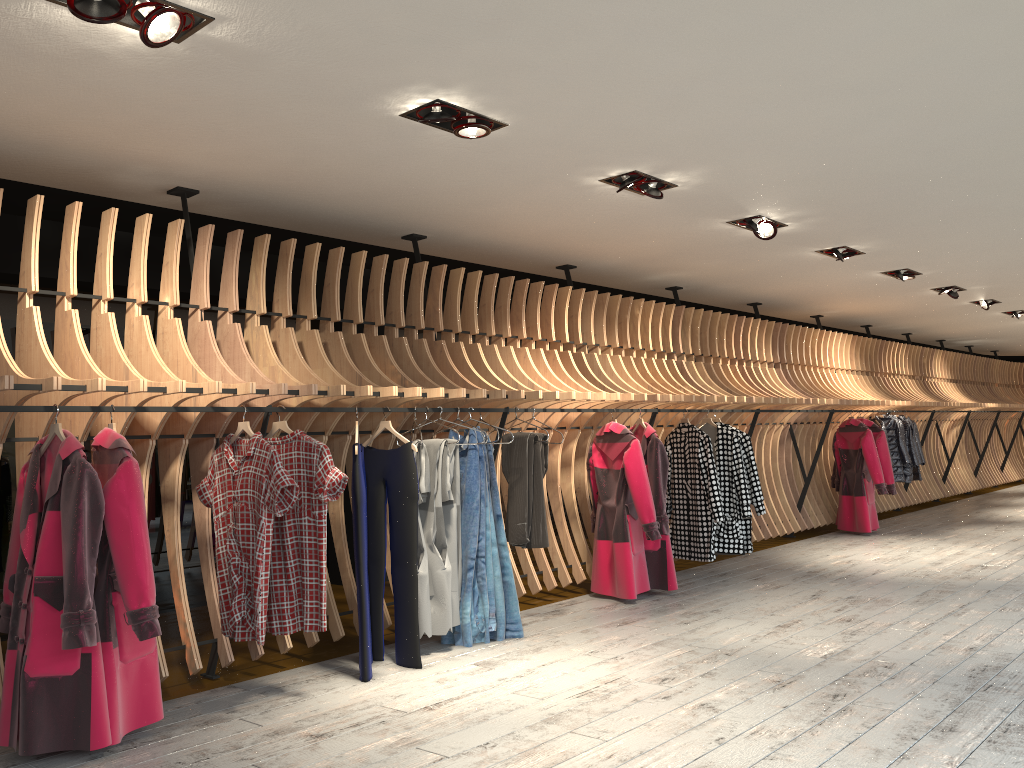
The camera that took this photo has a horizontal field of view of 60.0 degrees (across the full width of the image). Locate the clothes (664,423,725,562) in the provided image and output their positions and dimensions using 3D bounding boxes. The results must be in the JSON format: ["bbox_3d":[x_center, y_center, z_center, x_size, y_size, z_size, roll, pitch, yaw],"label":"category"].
[{"bbox_3d":[1.538,0.909,7.562,0.191,1.162,0.772,0,-5,-28],"label":"clothes"}]

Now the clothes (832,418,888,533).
[{"bbox_3d":[4.039,1.056,10.359,0.321,1.314,0.838,-1,-5,-19],"label":"clothes"}]

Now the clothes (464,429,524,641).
[{"bbox_3d":[-0.102,1.049,5.664,0.312,1.538,0.373,1,-6,-37],"label":"clothes"}]

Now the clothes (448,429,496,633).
[{"bbox_3d":[-0.246,0.930,5.603,0.277,1.293,0.316,-3,-5,6],"label":"clothes"}]

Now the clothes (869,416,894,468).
[{"bbox_3d":[4.488,0.813,10.861,0.166,0.855,0.744,-2,-5,-3],"label":"clothes"}]

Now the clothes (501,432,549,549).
[{"bbox_3d":[0.073,0.709,5.911,0.263,0.768,0.278,2,-6,-41],"label":"clothes"}]

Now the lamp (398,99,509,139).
[{"bbox_3d":[-0.278,-1.318,4.312,0.269,0.296,0.492,-6,-6,42],"label":"lamp"}]

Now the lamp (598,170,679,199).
[{"bbox_3d":[0.786,-1.286,5.499,0.269,0.285,0.492,-6,-6,42],"label":"lamp"}]

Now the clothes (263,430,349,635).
[{"bbox_3d":[-1.164,0.753,4.535,0.759,1.031,0.179,-5,-5,27],"label":"clothes"}]

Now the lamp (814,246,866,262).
[{"bbox_3d":[2.914,-1.205,7.872,0.269,0.295,0.492,-6,-6,42],"label":"lamp"}]

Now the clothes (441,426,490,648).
[{"bbox_3d":[-0.312,1.036,5.460,0.276,1.545,0.316,-7,-6,40],"label":"clothes"}]

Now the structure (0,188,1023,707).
[{"bbox_3d":[6.591,-0.133,3.423,14.868,2.443,36.539,-6,-5,42],"label":"structure"}]

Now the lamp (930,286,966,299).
[{"bbox_3d":[5.041,-1.129,10.246,0.269,0.294,0.492,-6,-6,42],"label":"lamp"}]

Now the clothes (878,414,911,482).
[{"bbox_3d":[4.695,0.804,11.052,0.501,0.855,0.244,-5,-5,26],"label":"clothes"}]

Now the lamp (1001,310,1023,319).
[{"bbox_3d":[7.169,-1.050,12.620,0.269,0.299,0.492,-6,-6,42],"label":"lamp"}]

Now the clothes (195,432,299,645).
[{"bbox_3d":[-1.324,0.751,4.379,0.760,1.022,0.187,-7,-6,42],"label":"clothes"}]

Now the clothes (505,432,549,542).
[{"bbox_3d":[0.097,0.716,6.122,0.254,0.777,0.336,1,-6,-33],"label":"clothes"}]

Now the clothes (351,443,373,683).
[{"bbox_3d":[-0.829,1.004,4.898,0.087,1.355,0.538,-2,-5,-9],"label":"clothes"}]

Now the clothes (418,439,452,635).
[{"bbox_3d":[-0.469,0.899,5.271,0.172,1.142,0.277,2,-6,-41],"label":"clothes"}]

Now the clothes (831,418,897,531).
[{"bbox_3d":[4.172,1.073,10.613,0.318,1.319,0.839,2,-6,-41],"label":"clothes"}]

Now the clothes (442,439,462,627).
[{"bbox_3d":[-0.440,0.908,5.388,0.273,1.144,0.169,-2,-5,-1],"label":"clothes"}]

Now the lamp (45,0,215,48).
[{"bbox_3d":[-1.341,-1.354,3.125,0.269,0.301,0.492,-6,-6,42],"label":"lamp"}]

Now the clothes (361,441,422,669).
[{"bbox_3d":[-0.706,1.010,5.061,0.539,1.355,0.087,-7,-6,41],"label":"clothes"}]

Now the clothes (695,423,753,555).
[{"bbox_3d":[1.722,0.917,7.788,0.772,1.162,0.191,-7,-6,42],"label":"clothes"}]

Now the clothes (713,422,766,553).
[{"bbox_3d":[1.882,0.921,7.946,0.772,1.162,0.191,-5,-6,32],"label":"clothes"}]

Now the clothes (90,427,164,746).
[{"bbox_3d":[-1.738,0.847,3.914,0.321,1.314,0.839,2,-6,-39],"label":"clothes"}]

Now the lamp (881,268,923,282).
[{"bbox_3d":[3.977,-1.166,9.059,0.269,0.296,0.492,-6,-6,42],"label":"lamp"}]

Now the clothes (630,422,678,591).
[{"bbox_3d":[1.021,0.950,6.993,0.321,1.314,0.838,-1,-5,-19],"label":"clothes"}]

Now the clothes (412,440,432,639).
[{"bbox_3d":[-0.550,0.899,5.200,0.170,1.144,0.272,-1,-5,-16],"label":"clothes"}]

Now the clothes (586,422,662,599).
[{"bbox_3d":[0.830,0.943,6.778,0.321,1.314,0.838,0,-5,-29],"label":"clothes"}]

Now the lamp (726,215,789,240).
[{"bbox_3d":[1.850,-1.244,6.686,0.269,0.291,0.492,-6,-6,42],"label":"lamp"}]

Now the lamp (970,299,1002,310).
[{"bbox_3d":[6.105,-1.086,11.433,0.269,0.302,0.492,-6,-6,42],"label":"lamp"}]
